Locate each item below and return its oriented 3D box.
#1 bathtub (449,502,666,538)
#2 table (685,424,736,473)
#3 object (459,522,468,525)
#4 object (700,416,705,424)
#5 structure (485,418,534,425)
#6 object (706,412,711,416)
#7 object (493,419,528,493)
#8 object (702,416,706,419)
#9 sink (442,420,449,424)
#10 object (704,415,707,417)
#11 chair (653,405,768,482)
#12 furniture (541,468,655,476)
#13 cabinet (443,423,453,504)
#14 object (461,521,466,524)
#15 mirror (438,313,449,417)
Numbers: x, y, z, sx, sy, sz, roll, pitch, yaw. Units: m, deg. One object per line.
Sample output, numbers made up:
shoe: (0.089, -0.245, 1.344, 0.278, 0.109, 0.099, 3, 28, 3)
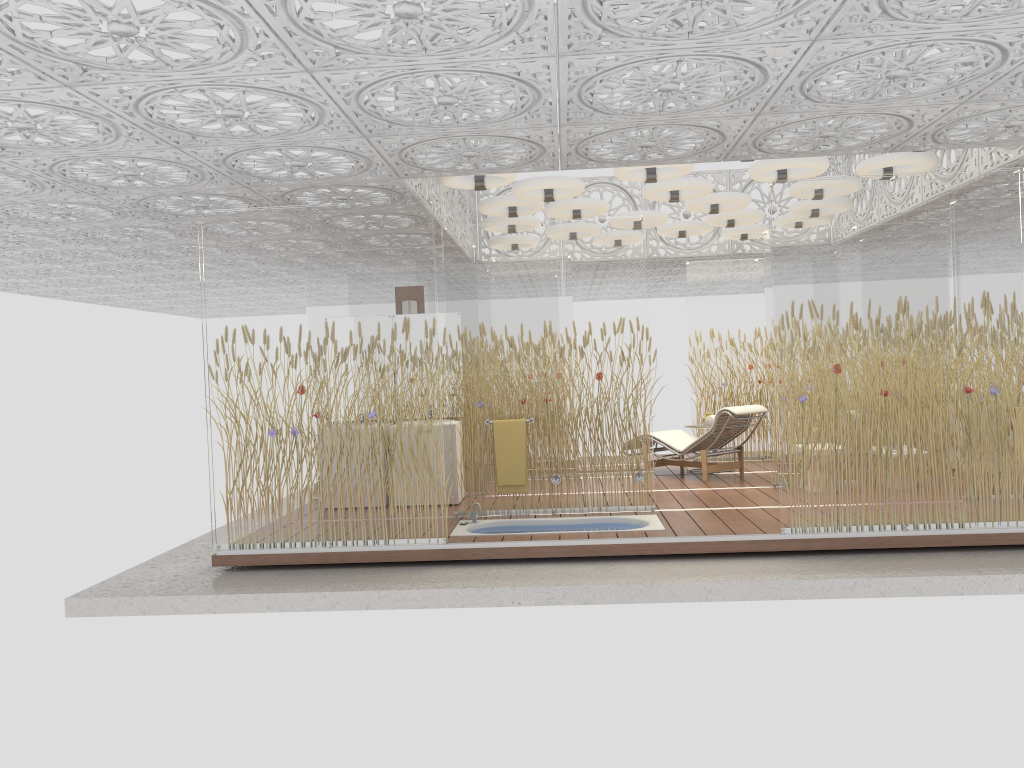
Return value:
bathtub: (0.377, 1.277, 7.321, 1.700, 0.582, 0.700, -2, 1, 3)
table: (2.348, 0.757, 10.525, 0.420, 0.535, 0.420, -3, 1, -27)
object: (-0.410, 1.183, 7.525, 0.065, 0.011, 0.108, -2, 1, 13)
object: (2.315, 0.435, 10.454, 0.206, 0.105, 0.206, -3, 1, -42)
structure: (-0.024, 0.331, 7.853, 0.442, 0.047, 0.078, -2, 1, 3)
object: (2.319, 0.355, 10.459, 0.055, 0.056, 0.055, -2, 1, 4)
object: (-0.011, 0.639, 7.832, 0.283, 0.656, 0.042, -2, 1, 3)
object: (2.261, 0.401, 10.418, 0.047, 0.048, 0.047, -3, 1, -34)
sink: (-0.855, 0.417, 8.922, 0.573, 0.266, 0.499, -2, 1, 6)
object: (2.279, 0.387, 10.456, 0.044, 0.043, 0.040, -2, 1, 18)
chair: (2.063, 0.649, 10.188, 0.635, 0.811, 1.787, -3, 1, -37)
furniture: (0.744, 0.766, 7.699, 0.977, 0.014, 0.178, -2, 1, 3)
cabinet: (-0.839, 0.785, 8.911, 0.643, 0.782, 0.549, -2, 1, 3)
object: (-0.409, 1.176, 7.525, 0.035, 0.016, 0.066, -2, 1, 13)
mirror: (-1.219, -0.176, 9.192, 1.422, 1.081, 0.009, -2, 1, 3)
